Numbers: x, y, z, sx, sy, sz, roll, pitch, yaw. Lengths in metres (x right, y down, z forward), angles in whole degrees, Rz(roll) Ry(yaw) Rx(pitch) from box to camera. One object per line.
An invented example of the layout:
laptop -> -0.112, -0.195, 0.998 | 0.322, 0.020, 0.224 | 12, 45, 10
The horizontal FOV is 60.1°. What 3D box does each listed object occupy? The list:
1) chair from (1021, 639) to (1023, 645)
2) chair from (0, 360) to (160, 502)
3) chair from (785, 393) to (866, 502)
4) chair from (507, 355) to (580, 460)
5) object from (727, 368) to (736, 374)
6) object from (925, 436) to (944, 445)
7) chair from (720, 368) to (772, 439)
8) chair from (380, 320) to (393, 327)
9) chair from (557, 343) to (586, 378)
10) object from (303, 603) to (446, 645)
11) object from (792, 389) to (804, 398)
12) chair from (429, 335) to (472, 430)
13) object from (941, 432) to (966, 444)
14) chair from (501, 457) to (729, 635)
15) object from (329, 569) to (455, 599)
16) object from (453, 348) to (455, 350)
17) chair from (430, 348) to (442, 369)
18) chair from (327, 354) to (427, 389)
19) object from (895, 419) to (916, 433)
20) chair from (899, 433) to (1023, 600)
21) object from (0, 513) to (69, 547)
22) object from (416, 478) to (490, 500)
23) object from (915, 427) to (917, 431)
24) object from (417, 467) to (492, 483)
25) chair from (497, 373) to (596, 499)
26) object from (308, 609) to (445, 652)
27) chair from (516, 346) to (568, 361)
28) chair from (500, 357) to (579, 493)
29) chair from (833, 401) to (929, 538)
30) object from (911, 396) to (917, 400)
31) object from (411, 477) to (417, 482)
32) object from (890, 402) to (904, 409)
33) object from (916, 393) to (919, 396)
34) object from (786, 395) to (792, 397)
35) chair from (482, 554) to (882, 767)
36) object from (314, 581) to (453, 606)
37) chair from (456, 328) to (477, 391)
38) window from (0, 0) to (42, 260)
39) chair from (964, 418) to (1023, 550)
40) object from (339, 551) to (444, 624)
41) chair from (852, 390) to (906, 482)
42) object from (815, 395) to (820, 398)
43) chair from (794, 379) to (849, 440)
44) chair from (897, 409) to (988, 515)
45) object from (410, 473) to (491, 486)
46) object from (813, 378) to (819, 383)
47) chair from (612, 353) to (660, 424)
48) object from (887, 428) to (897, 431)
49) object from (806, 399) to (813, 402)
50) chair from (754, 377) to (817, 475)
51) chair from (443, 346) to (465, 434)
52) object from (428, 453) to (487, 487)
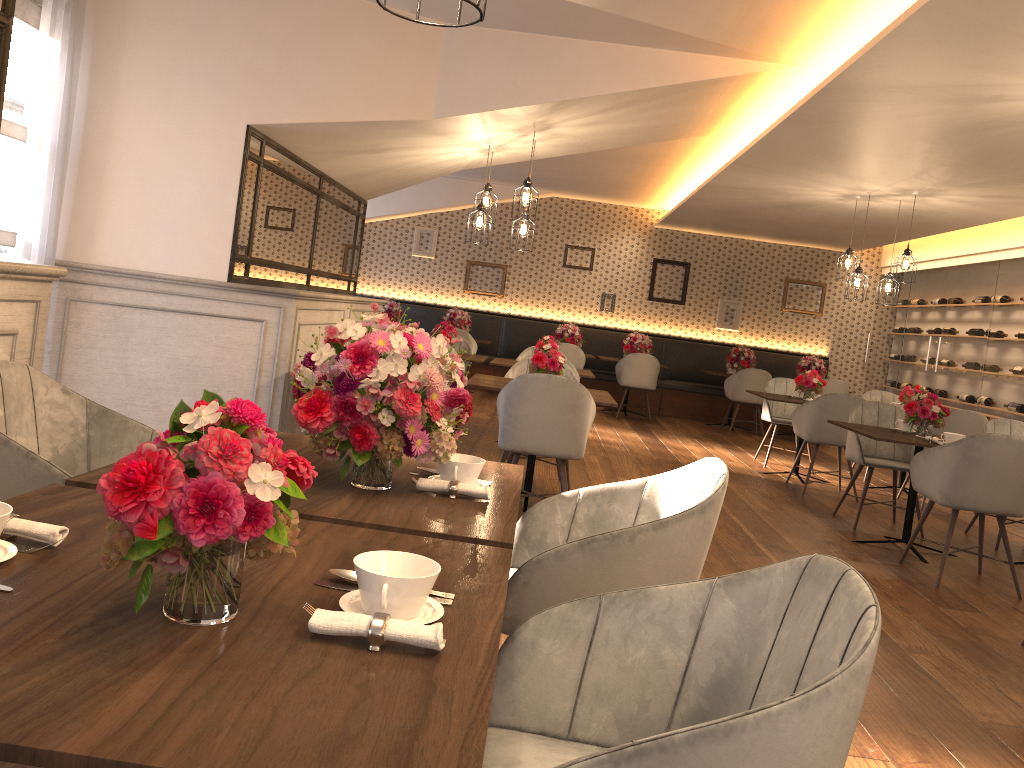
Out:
chair -> 2.532, 0.775, 3.694 | 0.565, 0.871, 0.527 | 8, 2, 2
chair -> -1.111, 0.407, 2.235 | 0.526, 0.871, 0.566 | 8, 2, 2
chair -> 2.659, 0.489, 7.419 | 0.565, 0.871, 0.527 | 8, 2, 2
chair -> 0.247, 0.184, 7.204 | 0.565, 0.871, 0.527 | 8, 2, 2
object -> 3.038, -0.175, 12.221 | 0.148, 0.072, 0.149 | 4, 5, -41
object -> 2.535, 0.336, 5.314 | 0.056, 0.039, 0.176 | 8, 4, 2
chair -> 2.991, 0.221, 11.258 | 0.565, 0.871, 0.527 | 8, 2, 2
chair -> -1.714, -0.421, 11.425 | 0.565, 0.871, 0.527 | 8, 2, 2
chair -> 0.639, -0.100, 11.342 | 0.565, 0.871, 0.527 | 8, 2, 2
object -> -0.182, 0.317, 1.170 | 0.192, 0.024, 0.025 | 8, 3, 2
object -> 2.731, 0.095, 8.397 | 0.148, 0.072, 0.149 | 6, 4, -21
chair -> -0.684, -0.051, 8.566 | 0.565, 0.871, 0.527 | 8, 2, 2
object -> 2.650, 0.335, 5.310 | 0.148, 0.072, 0.149 | 6, 4, -21
chair -> 0.205, 0.585, 2.206 | 0.526, 0.871, 0.566 | 8, 2, 2
object -> -0.185, 0.306, 1.363 | 0.197, 0.015, 0.043 | 7, 4, -2
object -> -0.563, -0.313, 8.211 | 0.056, 0.039, 0.176 | 8, 4, 2
chair -> -0.772, 0.126, 6.244 | 0.565, 0.871, 0.527 | 8, 2, 2
chair -> -0.792, 0.232, 4.916 | 0.565, 0.871, 0.527 | 8, 2, 2
object -> 2.637, 0.283, 5.920 | 0.148, 0.072, 0.149 | 6, 4, -21
chair -> 2.565, 0.678, 4.944 | 0.565, 0.871, 0.527 | 8, 2, 2
object -> -0.768, 0.217, 1.348 | 0.175, 0.039, 0.056 | 8, 4, 2
object -> -0.137, 0.243, 2.067 | 0.175, 0.039, 0.056 | 8, 4, 2
object -> 2.748, 0.316, 5.916 | 0.056, 0.039, 0.176 | 8, 4, 2
object -> -0.149, 0.235, 2.294 | 0.197, 0.015, 0.043 | 7, 4, -2
chair -> 0.159, 0.361, 4.882 | 0.565, 0.871, 0.527 | 8, 2, 2
object -> -0.172, 0.314, 1.135 | 0.175, 0.039, 0.056 | 8, 4, 2
chair -> 0.266, 0.079, 8.532 | 0.565, 0.871, 0.527 | 8, 2, 2
chair -> 0.178, 0.256, 6.211 | 0.565, 0.871, 0.527 | 8, 2, 2
chair -> 2.630, 0.578, 6.270 | 0.565, 0.871, 0.527 | 8, 2, 2
object -> 3.628, 0.131, 7.993 | 0.049, 0.052, 0.077 | 8, 4, 12
object -> -0.146, 0.246, 2.102 | 0.192, 0.024, 0.025 | 8, 3, 2
object -> 3.642, 0.219, 8.364 | 0.148, 0.072, 0.149 | 6, 4, -21
object -> 3.655, 0.105, 7.979 | 0.048, 0.052, 0.077 | 7, 4, -19
object -> 2.615, 0.109, 8.382 | 0.043, 0.015, 0.198 | 7, 5, -2
chair -> 0.170, 0.657, 1.268 | 0.526, 0.871, 0.566 | 8, 2, 2
object -> -0.194, 0.314, 1.328 | 0.211, 0.004, 0.022 | 8, 4, 2
chair -> -0.764, -0.291, 11.391 | 0.565, 0.871, 0.527 | 8, 2, 2
window -> -2.797, -0.829, 5.243 | 0.494, 2.384, 14.563 | 8, 5, -2
chair -> 3.580, 0.708, 6.237 | 0.565, 0.871, 0.527 | 8, 2, 2
object -> -0.166, 0.289, 1.248 | 0.149, 0.072, 0.148 | 11, 6, 44
chair -> 3.674, 0.519, 8.712 | 0.565, 0.871, 0.527 | 8, 2, 2
object -> 2.744, 0.146, 7.787 | 0.148, 0.072, 0.149 | 6, 4, -21
chair -> 3.942, 0.351, 11.224 | 0.565, 0.871, 0.527 | 8, 2, 2
chair -> 3.609, 0.619, 7.386 | 0.565, 0.871, 0.527 | 8, 2, 2
object -> -0.158, 0.243, 2.260 | 0.211, 0.004, 0.022 | 8, 4, 2
object -> 2.741, -0.031, 8.043 | 0.045, 0.052, 0.077 | 6, 4, -36
chair -> 1.589, 0.030, 11.308 | 0.565, 0.871, 0.527 | 8, 2, 2
object -> 2.521, 0.298, 5.905 | 0.043, 0.015, 0.198 | 7, 5, -2
object -> 2.629, 0.147, 7.791 | 0.056, 0.039, 0.176 | 8, 4, 2
chair -> 2.724, 0.390, 8.746 | 0.565, 0.871, 0.527 | 8, 2, 2
chair -> -0.703, 0.055, 7.238 | 0.565, 0.871, 0.527 | 8, 2, 2
object -> -0.131, 0.218, 2.180 | 0.149, 0.072, 0.148 | 11, 6, 44
